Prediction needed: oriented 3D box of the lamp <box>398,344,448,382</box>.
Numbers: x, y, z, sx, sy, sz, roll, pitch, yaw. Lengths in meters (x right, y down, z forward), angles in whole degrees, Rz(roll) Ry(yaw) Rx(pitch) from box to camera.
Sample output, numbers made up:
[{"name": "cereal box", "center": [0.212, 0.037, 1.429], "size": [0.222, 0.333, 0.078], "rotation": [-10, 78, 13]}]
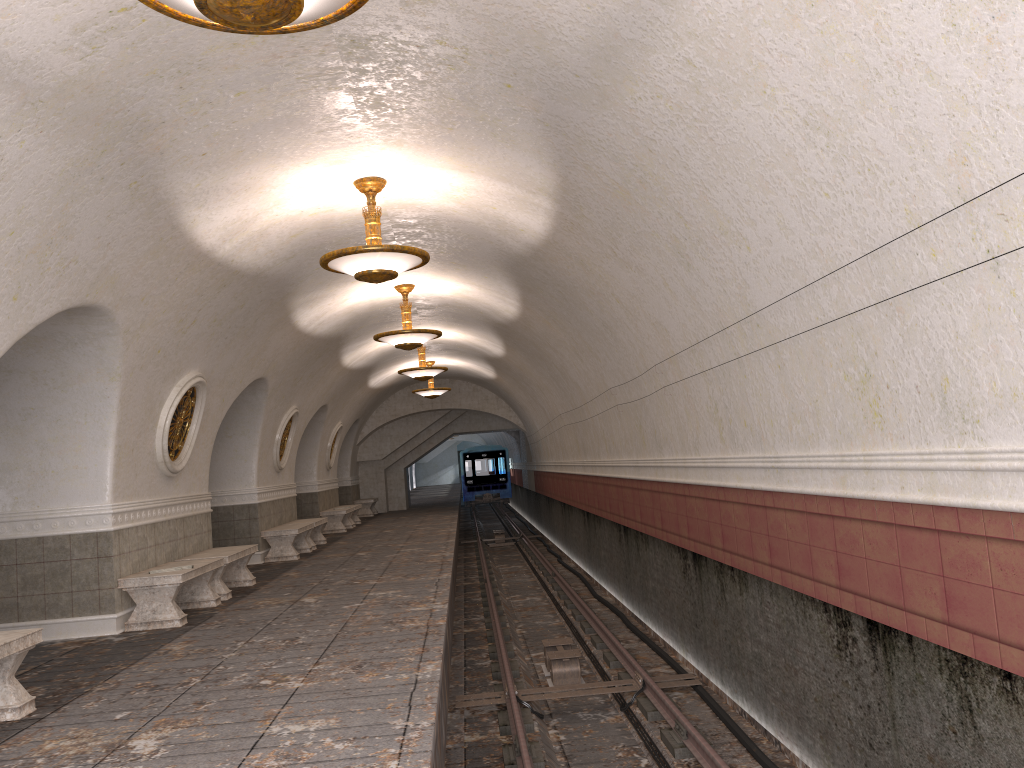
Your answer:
[{"name": "lamp", "center": [-1.806, -0.524, 17.800], "size": [1.008, 0.955, 1.008], "rotation": [-6, -5, 12]}]

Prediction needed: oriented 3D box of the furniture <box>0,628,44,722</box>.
[{"name": "furniture", "center": [-3.262, 1.775, 4.923], "size": [0.613, 0.508, 1.509], "rotation": [-4, -5, -4]}]

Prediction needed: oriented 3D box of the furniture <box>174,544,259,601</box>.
[{"name": "furniture", "center": [-3.589, 2.318, 10.898], "size": [0.613, 0.508, 1.509], "rotation": [-4, -5, -4]}]

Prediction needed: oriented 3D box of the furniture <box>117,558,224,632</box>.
[{"name": "furniture", "center": [-3.497, 2.166, 9.226], "size": [0.613, 0.508, 1.509], "rotation": [-4, -5, -4]}]

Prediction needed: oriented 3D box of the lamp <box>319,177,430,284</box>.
[{"name": "lamp", "center": [-1.281, -1.396, 8.196], "size": [1.008, 0.955, 1.008], "rotation": [-3, -5, -19]}]

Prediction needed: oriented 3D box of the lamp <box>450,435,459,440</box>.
[{"name": "lamp", "center": [-4.064, 3.231, 59.146], "size": [1.008, 0.955, 1.008], "rotation": [-3, -5, -18]}]

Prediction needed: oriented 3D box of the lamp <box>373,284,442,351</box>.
[{"name": "lamp", "center": [-1.543, -0.960, 12.999], "size": [1.008, 0.955, 1.008], "rotation": [-6, -5, 12]}]

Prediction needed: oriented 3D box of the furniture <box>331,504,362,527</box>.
[{"name": "furniture", "center": [-4.240, 3.400, 22.815], "size": [0.613, 0.508, 1.509], "rotation": [-4, -5, -4]}]

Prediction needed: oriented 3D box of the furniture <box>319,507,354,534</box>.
[{"name": "furniture", "center": [-4.148, 3.248, 21.143], "size": [0.613, 0.508, 1.509], "rotation": [-4, -5, -4]}]

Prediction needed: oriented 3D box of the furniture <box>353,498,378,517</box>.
[{"name": "furniture", "center": [-4.491, 3.817, 27.410], "size": [0.613, 0.508, 1.509], "rotation": [-4, -5, -4]}]

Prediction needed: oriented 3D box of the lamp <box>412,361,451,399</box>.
[{"name": "lamp", "center": [-2.068, -0.088, 22.603], "size": [1.008, 0.955, 1.008], "rotation": [-9, -7, 42]}]

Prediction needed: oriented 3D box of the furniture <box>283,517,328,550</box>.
[{"name": "furniture", "center": [-3.916, 2.861, 16.886], "size": [0.613, 0.508, 1.509], "rotation": [-4, -5, -4]}]

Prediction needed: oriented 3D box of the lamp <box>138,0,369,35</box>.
[{"name": "lamp", "center": [-1.017, -1.835, 3.360], "size": [1.008, 0.955, 1.008], "rotation": [-3, -5, -19]}]

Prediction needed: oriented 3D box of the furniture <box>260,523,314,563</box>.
[{"name": "furniture", "center": [-3.824, 2.709, 15.214], "size": [0.613, 0.508, 1.509], "rotation": [-4, -5, -4]}]
